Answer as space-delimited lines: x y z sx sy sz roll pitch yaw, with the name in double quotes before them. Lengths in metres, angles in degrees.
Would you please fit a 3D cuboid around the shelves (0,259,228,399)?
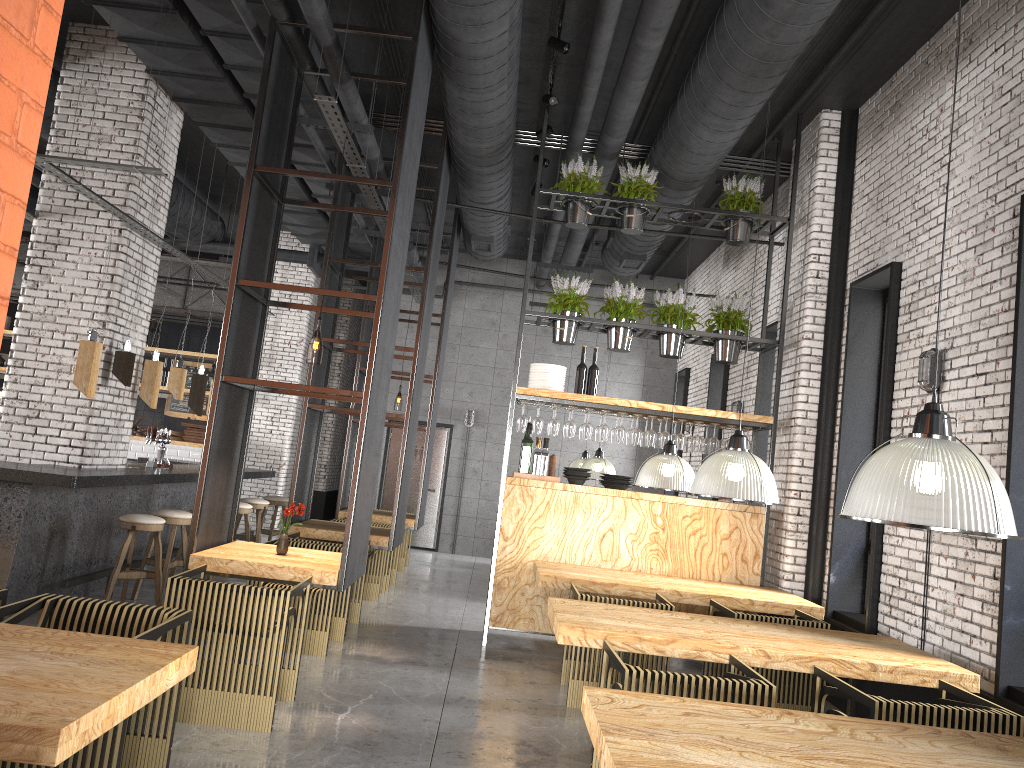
"shelves" -7.218 -1.571 14.658 5.677 3.073 0.596 7 -6 0

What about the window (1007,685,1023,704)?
"window" 2.934 0.292 4.424 0.365 2.705 0.747 7 -6 0

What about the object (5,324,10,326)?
"object" -8.443 -0.975 14.570 0.334 0.039 0.334 10 -6 -34

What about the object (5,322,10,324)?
"object" -8.439 -1.009 14.573 0.335 0.039 0.334 6 -5 7

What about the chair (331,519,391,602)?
"chair" -1.652 1.851 9.364 0.657 0.732 0.637 7 -6 -1

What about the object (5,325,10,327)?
"object" -8.446 -0.956 14.567 0.334 0.040 0.334 11 -7 -36

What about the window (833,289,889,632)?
"window" 2.891 0.513 6.829 0.365 2.705 0.747 7 -6 0

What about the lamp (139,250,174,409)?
"lamp" -3.328 -0.541 8.386 0.127 1.550 0.127 7 -6 0

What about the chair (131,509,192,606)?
"chair" -2.975 1.484 7.588 0.480 0.807 0.438 8 -6 -11

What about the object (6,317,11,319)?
"object" -8.430 -1.086 14.582 0.334 0.039 0.334 9 -6 -25

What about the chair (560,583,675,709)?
"chair" 0.715 1.831 6.169 0.657 0.732 0.637 7 -6 0

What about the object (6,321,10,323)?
"object" -8.437 -1.029 14.575 0.334 0.043 0.334 8 -6 -17

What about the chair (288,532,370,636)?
"chair" -1.629 1.682 7.533 0.657 0.732 0.637 7 -6 2

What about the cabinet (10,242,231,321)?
"cabinet" -7.158 -1.515 16.949 5.863 1.772 0.680 7 -6 0

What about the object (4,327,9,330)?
"object" -8.450 -0.917 14.564 0.334 0.046 0.334 9 -6 -19

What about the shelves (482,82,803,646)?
"shelves" 1.190 -0.105 8.101 2.333 5.030 0.688 7 -6 0

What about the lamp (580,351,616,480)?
"lamp" 1.195 0.008 11.175 0.537 2.411 0.535 2 -8 36

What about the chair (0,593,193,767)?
"chair" -1.765 1.294 3.562 0.657 0.732 0.637 7 -6 -1

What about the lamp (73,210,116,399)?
"lamp" -3.305 -0.659 7.093 0.127 1.550 0.127 7 -6 0

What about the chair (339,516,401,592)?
"chair" -1.645 1.921 10.104 0.657 0.732 0.637 7 -6 1

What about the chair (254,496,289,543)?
"chair" -2.971 1.822 11.194 0.438 0.807 0.480 11 -7 -31

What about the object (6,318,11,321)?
"object" -8.433 -1.067 14.581 0.334 0.044 0.334 10 -6 -30

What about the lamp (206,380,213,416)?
"lamp" -3.366 -0.333 10.322 0.127 1.610 0.127 7 -6 0

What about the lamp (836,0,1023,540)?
"lamp" 1.452 -0.733 2.943 0.537 2.411 0.535 2 -8 36

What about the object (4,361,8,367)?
"object" -8.144 -0.311 14.280 0.072 0.097 0.072 4 -7 22

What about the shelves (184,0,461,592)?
"shelves" -1.331 -0.661 8.696 1.003 4.376 6.134 7 -6 0

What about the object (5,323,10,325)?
"object" -8.441 -0.994 14.571 0.335 0.040 0.334 2 -7 44

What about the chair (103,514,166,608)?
"chair" -2.958 1.429 6.984 0.480 0.807 0.438 10 -7 -26

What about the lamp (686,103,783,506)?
"lamp" 1.411 -0.524 5.220 0.537 2.411 0.535 2 -8 36

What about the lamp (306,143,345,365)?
"lamp" -1.259 -0.928 6.122 0.108 1.602 0.108 10 -7 -28

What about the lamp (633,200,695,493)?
"lamp" 1.375 -0.340 7.233 0.537 2.411 0.535 2 -8 36

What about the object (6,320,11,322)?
"object" -8.435 -1.048 14.578 0.334 0.041 0.334 10 -6 -31

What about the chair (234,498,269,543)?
"chair" -3.091 1.725 10.306 0.439 0.807 0.479 7 -6 -2

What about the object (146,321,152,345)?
"object" -5.993 -0.818 14.608 0.098 0.459 0.098 9 -7 -23

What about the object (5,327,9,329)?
"object" -8.447 -0.936 14.565 0.334 0.037 0.334 10 -6 -34

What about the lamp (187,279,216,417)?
"lamp" -3.351 -0.422 9.679 0.127 1.550 0.127 7 -6 0

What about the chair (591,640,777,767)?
"chair" 0.743 1.634 4.027 0.657 0.732 0.637 7 -6 -2

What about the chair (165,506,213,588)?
"chair" -2.955 1.569 8.475 0.479 0.807 0.439 12 -8 -41

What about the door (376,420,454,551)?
"door" -1.644 1.659 14.728 1.120 2.108 0.158 7 -6 0

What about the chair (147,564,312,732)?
"chair" -1.553 1.451 4.968 0.657 0.732 0.637 7 -6 -2

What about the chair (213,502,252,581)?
"chair" -2.935 1.659 9.413 0.438 0.807 0.480 8 -6 -11

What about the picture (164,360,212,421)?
"picture" -6.351 0.131 17.651 0.980 1.145 0.020 7 -6 0

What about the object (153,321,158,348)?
"object" -5.886 -0.805 14.609 0.098 0.459 0.098 9 -7 -23

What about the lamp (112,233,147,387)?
"lamp" -3.308 -0.675 7.748 0.127 1.398 0.127 7 -6 0

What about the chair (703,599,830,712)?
"chair" 1.749 1.956 6.194 0.657 0.732 0.637 7 -6 -2

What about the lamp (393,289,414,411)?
"lamp" -1.351 -0.456 11.272 0.108 1.602 0.108 3 -8 31

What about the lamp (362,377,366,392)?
"lamp" -1.305 -0.694 8.673 0.108 1.602 0.108 13 -9 -43

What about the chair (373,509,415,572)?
"chair" -1.697 2.083 11.887 0.657 0.732 0.637 7 -6 -1

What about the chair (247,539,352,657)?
"chair" -1.615 1.612 6.765 0.657 0.732 0.637 6 -6 2

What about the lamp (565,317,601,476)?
"lamp" 1.164 0.165 12.889 0.537 2.411 0.535 1 -9 41

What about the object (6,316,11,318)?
"object" -8.428 -1.105 14.585 0.334 0.039 0.334 9 -6 -26

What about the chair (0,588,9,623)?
"chair" -2.573 1.197 3.544 0.657 0.732 0.637 7 -6 0

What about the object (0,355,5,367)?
"object" -8.472 -0.375 14.642 0.203 0.213 0.203 2 -7 37

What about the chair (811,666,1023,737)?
"chair" 1.778 1.754 4.002 0.657 0.732 0.637 7 -6 -3

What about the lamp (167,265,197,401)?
"lamp" -3.332 -0.544 9.040 0.127 1.423 0.127 7 -6 0

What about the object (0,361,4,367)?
"object" -8.221 -0.320 14.279 0.072 0.097 0.072 4 -7 22
